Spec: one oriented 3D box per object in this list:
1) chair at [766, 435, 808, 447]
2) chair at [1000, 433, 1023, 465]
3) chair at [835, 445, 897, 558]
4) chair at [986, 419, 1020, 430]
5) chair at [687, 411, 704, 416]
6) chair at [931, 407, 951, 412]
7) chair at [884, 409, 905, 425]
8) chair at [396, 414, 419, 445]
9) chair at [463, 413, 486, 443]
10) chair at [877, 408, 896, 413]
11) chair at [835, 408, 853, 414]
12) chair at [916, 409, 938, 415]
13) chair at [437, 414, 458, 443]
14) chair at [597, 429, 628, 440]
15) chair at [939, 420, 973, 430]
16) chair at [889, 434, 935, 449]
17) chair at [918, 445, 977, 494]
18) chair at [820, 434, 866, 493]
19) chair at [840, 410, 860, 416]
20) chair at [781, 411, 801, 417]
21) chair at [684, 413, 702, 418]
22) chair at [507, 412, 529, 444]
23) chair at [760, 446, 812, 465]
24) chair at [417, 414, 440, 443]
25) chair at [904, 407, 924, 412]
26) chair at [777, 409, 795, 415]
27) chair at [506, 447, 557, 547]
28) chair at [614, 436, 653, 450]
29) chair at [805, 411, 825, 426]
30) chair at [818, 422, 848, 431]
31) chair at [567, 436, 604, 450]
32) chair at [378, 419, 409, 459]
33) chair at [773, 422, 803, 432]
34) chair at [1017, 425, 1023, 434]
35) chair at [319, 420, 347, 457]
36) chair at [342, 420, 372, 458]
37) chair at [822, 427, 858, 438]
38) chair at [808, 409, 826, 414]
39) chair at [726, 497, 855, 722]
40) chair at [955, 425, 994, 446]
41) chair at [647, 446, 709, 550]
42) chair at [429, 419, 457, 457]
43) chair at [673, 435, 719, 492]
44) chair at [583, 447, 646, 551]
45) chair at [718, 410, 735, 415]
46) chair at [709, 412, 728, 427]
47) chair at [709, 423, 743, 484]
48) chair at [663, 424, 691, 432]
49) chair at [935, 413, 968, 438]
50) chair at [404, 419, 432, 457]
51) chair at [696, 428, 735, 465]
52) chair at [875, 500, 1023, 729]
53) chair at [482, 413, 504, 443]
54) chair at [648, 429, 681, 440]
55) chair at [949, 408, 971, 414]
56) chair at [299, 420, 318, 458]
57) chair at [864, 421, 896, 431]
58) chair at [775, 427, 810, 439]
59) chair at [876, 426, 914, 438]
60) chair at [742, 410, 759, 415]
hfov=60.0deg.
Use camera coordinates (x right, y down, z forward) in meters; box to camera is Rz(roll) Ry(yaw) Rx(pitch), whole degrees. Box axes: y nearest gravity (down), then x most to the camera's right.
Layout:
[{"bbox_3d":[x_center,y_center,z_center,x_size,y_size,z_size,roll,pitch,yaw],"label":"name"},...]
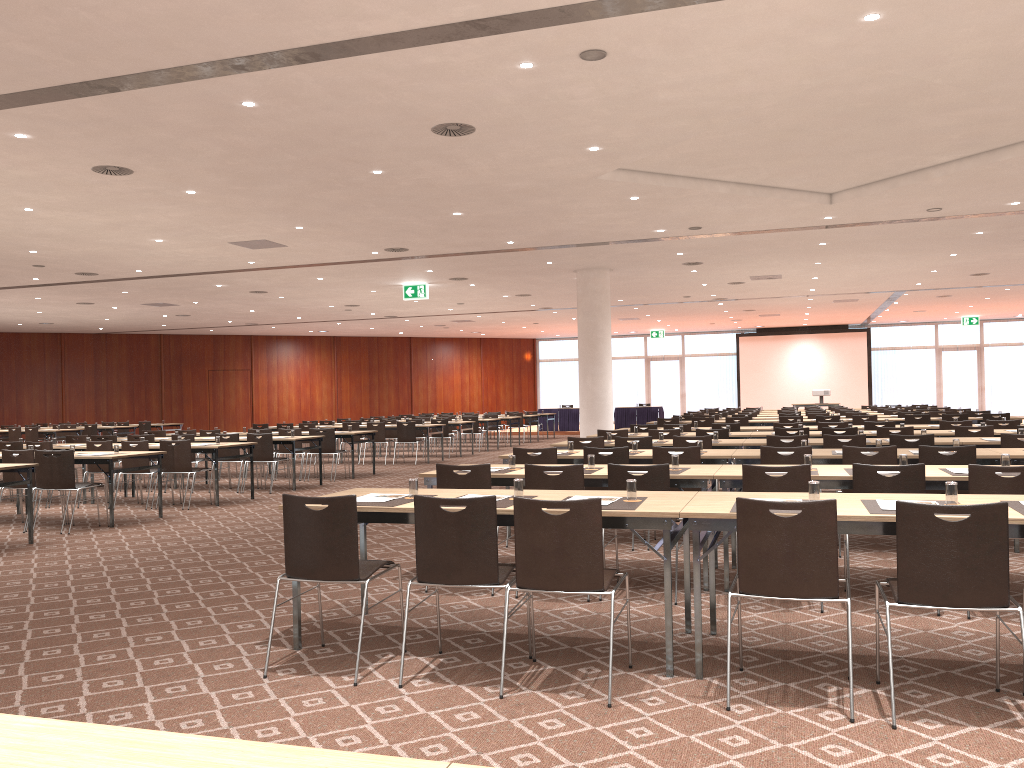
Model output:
[{"bbox_3d":[3.059,1.026,9.849,0.535,0.939,0.614,-1,0,15],"label":"chair"},{"bbox_3d":[5.260,0.967,9.157,0.535,0.939,0.614,-1,0,17],"label":"chair"},{"bbox_3d":[3.103,0.995,7.702,0.536,0.939,0.614,-1,0,18],"label":"chair"},{"bbox_3d":[7.053,0.978,12.786,0.535,0.939,0.614,-1,0,17],"label":"chair"},{"bbox_3d":[4.878,1.178,23.391,0.536,0.939,0.614,-1,0,18],"label":"chair"},{"bbox_3d":[10.452,1.027,21.639,0.536,0.939,0.614,-1,0,19],"label":"chair"},{"bbox_3d":[8.694,1.046,20.176,0.536,0.939,0.614,-1,0,18],"label":"chair"},{"bbox_3d":[-3.314,1.431,28.100,0.535,0.939,0.614,-1,0,15],"label":"chair"},{"bbox_3d":[-1.172,1.373,27.427,0.536,0.939,0.614,-1,0,18],"label":"chair"},{"bbox_3d":[9.293,1.059,22.004,0.535,0.939,0.614,-1,0,17],"label":"chair"},{"bbox_3d":[8.367,1.085,22.375,0.535,0.939,0.614,-1,0,15],"label":"chair"},{"bbox_3d":[9.305,1.028,19.903,0.536,0.939,0.614,-1,0,19],"label":"chair"},{"bbox_3d":[-2.060,1.395,27.620,0.536,0.939,0.614,-1,0,19],"label":"chair"},{"bbox_3d":[1.459,1.100,12.492,0.536,0.939,0.614,-1,0,18],"label":"chair"},{"bbox_3d":[6.454,0.993,12.938,0.535,0.939,0.614,-1,0,17],"label":"chair"},{"bbox_3d":[4.241,0.994,9.441,0.535,0.939,0.614,-1,0,16],"label":"chair"},{"bbox_3d":[3.697,0.979,7.551,0.536,0.939,0.614,-1,0,20],"label":"chair"},{"bbox_3d":[3.635,1.011,9.712,0.535,0.939,0.614,-1,0,15],"label":"chair"},{"bbox_3d":[7.770,1.070,20.386,0.535,0.939,0.614,-1,0,16],"label":"chair"},{"bbox_3d":[6.566,1.103,20.801,0.536,0.939,0.614,-1,0,19],"label":"chair"},{"bbox_3d":[4.406,1.162,21.524,0.535,0.939,0.614,-1,0,15],"label":"chair"},{"bbox_3d":[0.174,1.337,27.065,0.535,0.939,0.614,-1,0,15],"label":"chair"},{"bbox_3d":[2.469,1.012,7.938,0.536,0.939,0.614,-1,0,20],"label":"chair"},{"bbox_3d":[-2.648,1.413,27.952,0.536,0.939,0.614,-1,0,20],"label":"chair"},{"bbox_3d":[9.887,1.043,21.853,0.535,0.939,0.614,-1,0,15],"label":"chair"},{"bbox_3d":[7.040,1.120,22.712,0.536,0.939,0.614,-1,0,19],"label":"chair"},{"bbox_3d":[0.275,1.071,8.591,0.535,0.939,0.614,-1,0,17],"label":"chair"},{"bbox_3d":[1.447,1.069,10.319,0.535,0.939,0.614,-1,0,16],"label":"chair"},{"bbox_3d":[7.081,1.090,20.683,0.536,0.939,0.614,-1,0,18],"label":"chair"},{"bbox_3d":[4.878,1.037,13.470,0.535,0.939,0.614,-1,0,17],"label":"chair"},{"bbox_3d":[0.913,1.084,10.523,0.535,0.939,0.614,-1,0,15],"label":"chair"},{"bbox_3d":[-2.887,1.328,21.591,0.536,0.939,0.614,-1,0,20],"label":"chair"},{"bbox_3d":[4.260,1.053,13.627,0.536,0.939,0.614,-1,0,20],"label":"chair"},{"bbox_3d":[6.390,0.965,10.861,0.535,0.939,0.614,-1,0,15],"label":"chair"},{"bbox_3d":[-4.512,1.372,22.102,0.536,0.939,0.614,-1,0,20],"label":"chair"},{"bbox_3d":[-3.844,1.355,21.977,0.535,0.939,0.614,-1,0,16],"label":"chair"},{"bbox_3d":[4.264,1.023,11.530,0.536,0.939,0.614,-1,0,18],"label":"chair"},{"bbox_3d":[7.751,1.101,22.525,0.535,0.939,0.614,-1,0,16],"label":"chair"},{"bbox_3d":[1.301,0.985,4.156,0.536,0.939,0.614,-1,0,20],"label":"chair"},{"bbox_3d":[5.785,0.983,11.132,0.536,0.939,0.614,-1,0,19],"label":"chair"},{"bbox_3d":[1.555,1.038,8.269,0.535,0.939,0.614,-1,0,15],"label":"chair"},{"bbox_3d":[-1.668,1.295,21.208,0.535,0.939,0.614,-1,0,15],"label":"chair"},{"bbox_3d":[2.093,1.053,10.196,0.535,0.939,0.614,-1,0,15],"label":"chair"},{"bbox_3d":[0.939,1.054,8.419,0.536,0.939,0.614,-1,0,19],"label":"chair"},{"bbox_3d":[5.635,1.159,23.234,0.535,0.939,0.614,-1,0,17],"label":"chair"},{"bbox_3d":[4.983,1.146,21.298,0.536,0.939,0.613,-1,0,20],"label":"chair"},{"bbox_3d":[3.397,1.077,13.979,0.536,0.939,0.614,-1,0,19],"label":"chair"},{"bbox_3d":[2.658,1.096,14.131,0.535,0.939,0.614,-1,0,16],"label":"chair"},{"bbox_3d":[8.027,1.003,16.112,0.535,0.939,0.614,-1,0,16],"label":"chair"},{"bbox_3d":[-2.304,1.314,21.555,0.536,0.939,0.614,-1,0,16],"label":"chair"},{"bbox_3d":[2.742,1.064,12.008,0.536,0.939,0.614,-1,0,20],"label":"chair"},{"bbox_3d":[1.919,0.967,3.917,0.535,0.939,0.614,-1,0,16],"label":"chair"},{"bbox_3d":[-0.593,1.356,27.159,0.536,0.939,0.614,-1,0,15],"label":"chair"},{"bbox_3d":[2.129,1.081,12.237,0.535,0.939,0.614,-1,0,16],"label":"chair"},{"bbox_3d":[9.952,1.011,19.736,0.535,0.939,0.614,-1,0,17],"label":"chair"},{"bbox_3d":[-5.013,1.388,22.406,0.535,0.939,0.614,-1,0,16],"label":"chair"},{"bbox_3d":[5.507,1.020,13.316,0.535,0.939,0.614,-1,0,15],"label":"chair"},{"bbox_3d":[3.723,1.039,11.780,0.535,0.939,0.614,-1,0,15],"label":"chair"},{"bbox_3d":[4.904,1.006,11.365,0.536,0.939,0.614,-1,0,18],"label":"chair"},{"bbox_3d":[6.215,1.143,23.008,0.536,0.939,0.614,-1,0,20],"label":"chair"}]
